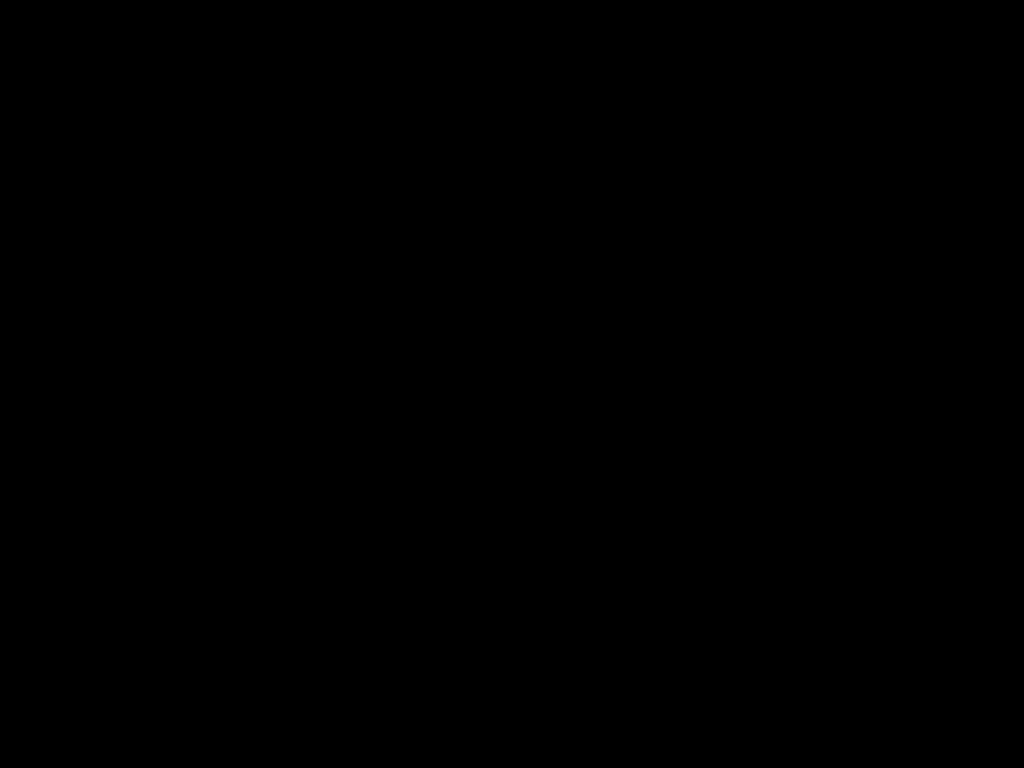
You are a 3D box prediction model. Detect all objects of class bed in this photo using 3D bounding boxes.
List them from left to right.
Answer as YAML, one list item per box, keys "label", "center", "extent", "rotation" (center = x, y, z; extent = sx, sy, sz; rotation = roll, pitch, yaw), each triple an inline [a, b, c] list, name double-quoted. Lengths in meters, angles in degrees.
- label: "bed"
  center: [-0.459, -0.243, 0.328]
  extent: [2.087, 0.994, 3.009]
  rotation: [-1, 8, 2]

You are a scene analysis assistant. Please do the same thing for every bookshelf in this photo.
- label: "bookshelf"
  center: [-0.389, -0.167, 2.183]
  extent: [1.495, 0.303, 0.643]
  rotation: [-1, 8, 2]

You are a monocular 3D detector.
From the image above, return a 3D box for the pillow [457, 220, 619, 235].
- label: "pillow"
  center: [-0.085, -0.398, 1.887]
  extent: [0.498, 0.241, 0.470]
  rotation: [-7, 10, -33]
